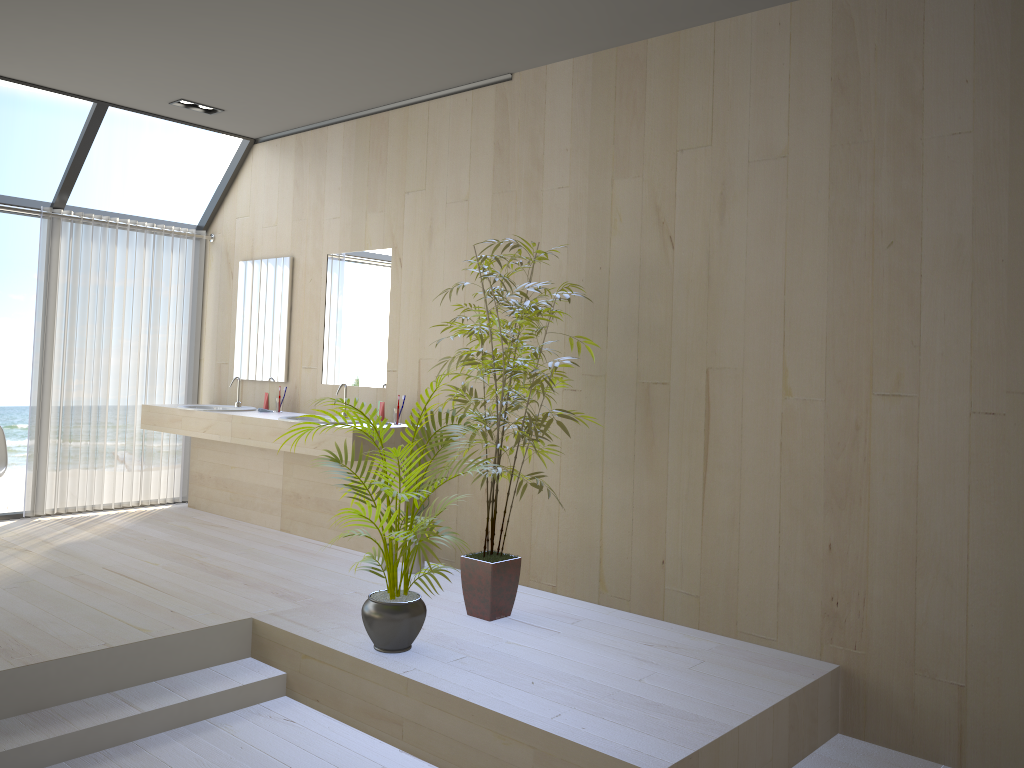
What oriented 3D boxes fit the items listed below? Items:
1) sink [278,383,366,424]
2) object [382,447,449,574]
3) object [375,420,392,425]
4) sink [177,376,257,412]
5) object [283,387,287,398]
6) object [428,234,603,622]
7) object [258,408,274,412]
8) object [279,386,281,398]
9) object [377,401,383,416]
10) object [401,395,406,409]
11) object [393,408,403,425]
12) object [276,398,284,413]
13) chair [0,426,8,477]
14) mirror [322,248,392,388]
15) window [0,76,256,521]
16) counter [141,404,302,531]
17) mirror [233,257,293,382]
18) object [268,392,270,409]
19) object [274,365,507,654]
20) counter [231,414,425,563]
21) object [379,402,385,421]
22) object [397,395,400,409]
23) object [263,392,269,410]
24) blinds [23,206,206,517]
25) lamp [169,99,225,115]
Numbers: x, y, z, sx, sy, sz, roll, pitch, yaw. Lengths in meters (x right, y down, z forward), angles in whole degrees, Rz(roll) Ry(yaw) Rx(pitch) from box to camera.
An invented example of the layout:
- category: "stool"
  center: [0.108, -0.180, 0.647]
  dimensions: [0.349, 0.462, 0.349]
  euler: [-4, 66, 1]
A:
- category: "sink"
  center: [-1.137, 0.203, 5.336]
  dimensions: [0.574, 0.420, 0.503]
  euler: [2, 0, 45]
- category: "object"
  center: [-0.517, 0.664, 4.975]
  dimensions: [0.274, 0.751, 0.406]
  euler: [1, -2, 29]
- category: "object"
  center: [-0.750, 0.224, 5.156]
  dimensions: [0.104, 0.029, 0.032]
  euler: [2, 0, -8]
- category: "sink"
  center: [-2.041, 0.155, 6.134]
  dimensions: [0.574, 0.420, 0.503]
  euler: [2, 0, 45]
- category: "object"
  center: [-1.561, 0.106, 6.017]
  dimensions: [0.053, 0.175, 0.012]
  euler: [3, -3, -23]
- category: "object"
  center: [-0.021, 0.189, 4.124]
  dimensions: [0.786, 1.760, 0.934]
  euler: [3, -2, -24]
- category: "object"
  center: [-1.655, 0.176, 5.954]
  dimensions: [0.104, 0.029, 0.032]
  euler: [2, 0, -8]
- category: "object"
  center: [-1.571, 0.105, 5.982]
  dimensions: [0.012, 0.178, 0.050]
  euler: [2, -2, -9]
- category: "object"
  center: [-0.796, 0.170, 5.347]
  dimensions: [0.039, 0.135, 0.039]
  euler: [2, -2, -7]
- category: "object"
  center: [-0.656, 0.153, 5.219]
  dimensions: [0.053, 0.175, 0.012]
  euler: [3, -3, -23]
- category: "object"
  center: [-0.673, 0.194, 5.212]
  dimensions: [0.058, 0.100, 0.058]
  euler: [3, -2, -38]
- category: "object"
  center: [-1.577, 0.146, 6.009]
  dimensions: [0.058, 0.100, 0.058]
  euler: [3, -2, -42]
- category: "chair"
  center: [-3.257, 0.419, 5.319]
  dimensions: [0.368, 0.348, 0.454]
  euler: [2, 0, -20]
- category: "mirror"
  center: [-0.993, -0.419, 5.680]
  dimensions: [0.653, 0.870, 0.023]
  euler: [1, -2, 41]
- category: "window"
  center: [-3.727, -0.502, 5.025]
  dimensions: [0.745, 2.819, 4.553]
  euler: [0, -1, 41]
- category: "counter"
  center: [-2.051, 0.569, 6.175]
  dimensions: [1.206, 0.792, 0.549]
  euler: [2, -1, 41]
- category: "mirror"
  center: [-1.788, -0.461, 6.345]
  dimensions: [0.653, 0.870, 0.023]
  euler: [1, -2, 41]
- category: "object"
  center: [-1.700, 0.122, 6.144]
  dimensions: [0.039, 0.135, 0.038]
  euler: [2, -2, 0]
- category: "object"
  center: [-0.495, 0.470, 3.525]
  dimensions: [0.915, 1.160, 0.750]
  euler: [2, -1, -15]
- category: "counter"
  center: [-1.146, 0.617, 5.377]
  dimensions: [1.206, 0.792, 0.549]
  euler: [2, -1, 41]
- category: "object"
  center: [-0.770, 0.173, 5.236]
  dimensions: [0.039, 0.135, 0.039]
  euler: [2, -2, -7]
- category: "object"
  center: [-0.666, 0.152, 5.184]
  dimensions: [0.012, 0.178, 0.050]
  euler: [2, -2, -9]
- category: "object"
  center: [-1.675, 0.125, 6.033]
  dimensions: [0.039, 0.135, 0.038]
  euler: [2, -2, 0]
- category: "blinds"
  center: [-2.815, -0.151, 6.351]
  dimensions: [0.084, 2.075, 1.180]
  euler: [0, -3, 41]
- category: "lamp"
  center: [-2.045, -1.850, 5.752]
  dimensions: [0.164, 0.112, 0.300]
  euler: [2, 0, 41]
